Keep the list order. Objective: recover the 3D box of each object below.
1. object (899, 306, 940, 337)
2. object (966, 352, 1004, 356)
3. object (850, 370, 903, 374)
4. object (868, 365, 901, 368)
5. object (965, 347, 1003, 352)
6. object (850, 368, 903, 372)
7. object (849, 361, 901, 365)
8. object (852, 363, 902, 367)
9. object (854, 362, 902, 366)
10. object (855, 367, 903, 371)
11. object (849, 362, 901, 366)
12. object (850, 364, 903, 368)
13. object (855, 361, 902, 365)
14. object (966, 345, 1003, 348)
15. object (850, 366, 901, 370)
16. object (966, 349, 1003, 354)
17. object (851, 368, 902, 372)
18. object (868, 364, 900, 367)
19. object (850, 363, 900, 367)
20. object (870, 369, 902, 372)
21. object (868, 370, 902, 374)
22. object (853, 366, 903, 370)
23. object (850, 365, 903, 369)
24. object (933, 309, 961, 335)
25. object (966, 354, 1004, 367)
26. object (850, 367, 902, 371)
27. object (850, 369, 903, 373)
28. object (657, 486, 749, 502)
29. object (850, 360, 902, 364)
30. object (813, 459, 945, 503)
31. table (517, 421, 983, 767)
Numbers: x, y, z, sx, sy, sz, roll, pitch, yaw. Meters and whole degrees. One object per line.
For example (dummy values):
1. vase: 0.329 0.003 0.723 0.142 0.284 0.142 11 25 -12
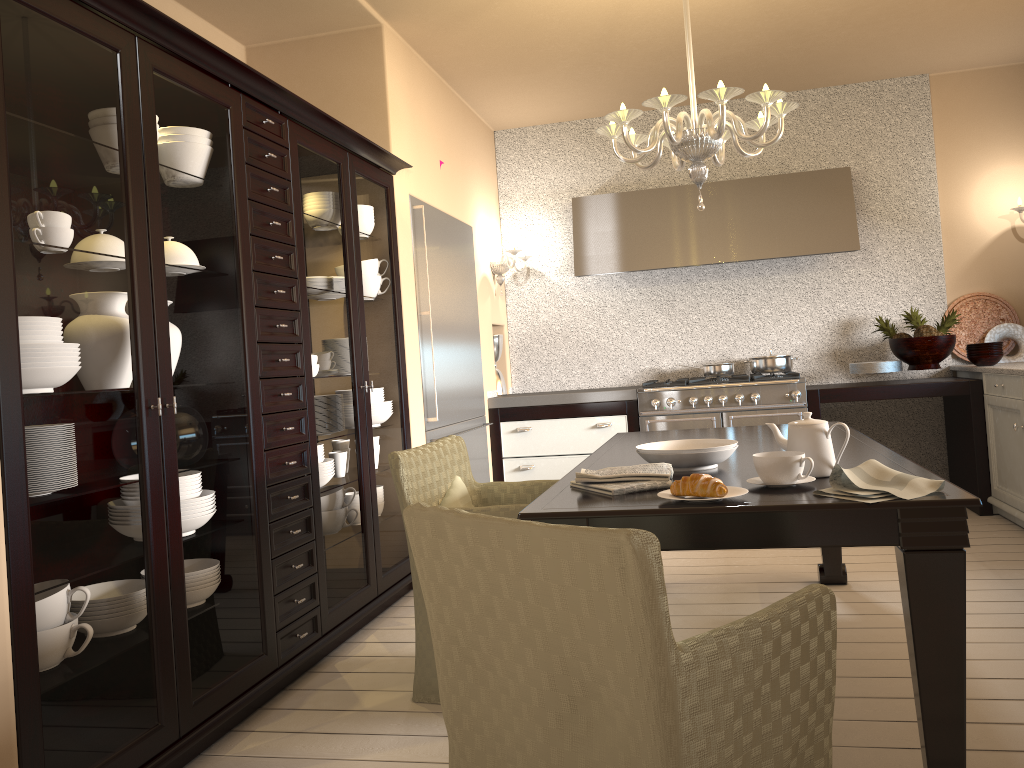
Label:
1. object: 2.320 -0.315 5.051 0.160 0.278 0.269 -4 0 -5
2. object: 2.598 -0.139 4.865 0.180 0.063 0.180 -4 1 -9
3. object: 2.056 -0.063 5.003 0.278 0.011 0.278 -4 1 0
4. object: 2.054 -0.094 5.005 0.278 0.011 0.278 -4 1 0
5. object: 2.594 -0.169 4.866 0.180 0.066 0.180 -4 1 5
6. object: 2.055 -0.074 5.003 0.278 0.011 0.278 -4 1 0
7. object: 2.053 -0.115 5.004 0.278 0.011 0.278 -4 1 0
8. object: 2.053 -0.102 5.004 0.278 0.011 0.278 -4 1 0
9. object: 2.053 -0.107 5.004 0.278 0.011 0.278 -4 1 0
10. object: 2.055 -0.079 5.004 0.278 0.011 0.278 -4 1 0
11. object: 2.053 -0.110 5.003 0.278 0.011 0.278 -4 1 0
12. object: 2.054 -0.097 5.004 0.278 0.011 0.278 -4 1 0
13. object: 2.052 -0.113 5.004 0.278 0.011 0.278 -4 1 0
14. object: 2.595 -0.180 4.866 0.180 0.064 0.180 -4 1 21
15. object: 2.054 -0.088 5.004 0.278 0.011 0.278 -4 1 0
16. object: 2.597 -0.153 4.865 0.180 0.063 0.180 -4 1 -9
17. object: 2.055 -0.076 5.003 0.278 0.011 0.278 -4 1 0
18. object: 2.053 -0.099 5.003 0.278 0.011 0.278 -4 1 0
19. object: 2.054 -0.105 5.004 0.278 0.011 0.278 -4 1 0
20. object: 2.056 -0.071 5.003 0.278 0.011 0.278 -4 1 0
21. object: 2.056 -0.065 5.002 0.278 0.011 0.278 -4 1 0
22. object: 2.055 -0.085 5.004 0.278 0.011 0.278 -4 1 0
23. object: 2.054 -0.091 5.004 0.278 0.011 0.278 -4 1 0
24. object: 2.472 -0.294 5.117 0.275 0.285 0.138 -4 -1 -2
25. object: 2.599 -0.127 4.865 0.180 0.063 0.180 -4 1 -9
26. object: 2.055 -0.082 5.004 0.278 0.011 0.278 -4 1 0
27. object: 2.056 -0.068 5.003 0.278 0.011 0.278 -4 1 0
28. object: 0.415 0.243 1.930 0.194 0.014 0.194 -4 1 -11
29. object: 2.053 -0.119 5.004 0.278 0.011 0.278 -4 1 0
30. object: 0.763 0.196 1.843 0.205 0.063 0.196 -4 1 -25
31. table: 0.702 0.542 2.765 0.918 0.654 1.992 -4 1 13
